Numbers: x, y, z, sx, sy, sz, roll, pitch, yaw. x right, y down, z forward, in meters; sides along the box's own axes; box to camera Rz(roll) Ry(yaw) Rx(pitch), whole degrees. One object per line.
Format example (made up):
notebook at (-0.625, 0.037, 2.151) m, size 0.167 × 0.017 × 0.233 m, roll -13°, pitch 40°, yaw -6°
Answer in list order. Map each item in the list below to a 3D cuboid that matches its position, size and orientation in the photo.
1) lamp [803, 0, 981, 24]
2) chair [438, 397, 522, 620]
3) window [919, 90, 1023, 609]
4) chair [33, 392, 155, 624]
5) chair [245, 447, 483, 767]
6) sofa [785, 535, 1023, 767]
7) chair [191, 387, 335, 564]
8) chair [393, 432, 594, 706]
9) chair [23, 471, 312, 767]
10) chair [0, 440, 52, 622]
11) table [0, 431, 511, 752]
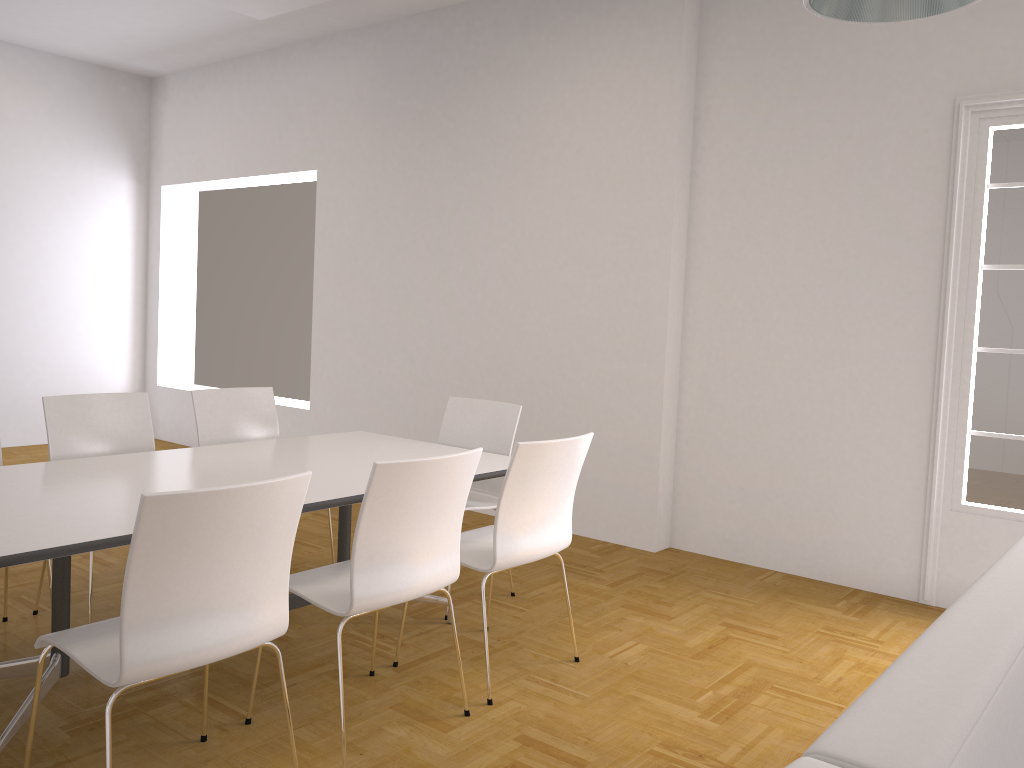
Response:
lamp at (1.042, -1.651, 2.312) m, size 0.465 × 1.248 × 0.465 m, roll 5°, pitch 4°, yaw 38°
chair at (-0.308, 0.556, 4.303) m, size 0.561 × 0.930 × 0.575 m, roll 5°, pitch 5°, yaw 38°
window at (3.472, -0.011, 3.441) m, size 3.353 × 2.525 × 0.195 m, roll 6°, pitch 5°, yaw 38°
chair at (-1.688, 0.530, 3.841) m, size 0.576 × 0.930 × 0.561 m, roll 5°, pitch 5°, yaw 38°
chair at (-0.454, 0.659, 2.898) m, size 0.576 × 0.930 × 0.561 m, roll 5°, pitch 5°, yaw 38°
sofa at (1.349, 0.858, 1.741) m, size 0.823 × 0.847 × 2.623 m, roll 6°, pitch 5°, yaw 38°
chair at (-1.252, 0.507, 4.390) m, size 0.576 × 0.930 × 0.561 m, roll 5°, pitch 5°, yaw 38°
chair at (-0.043, 0.637, 3.415) m, size 0.576 × 0.930 × 0.561 m, roll 5°, pitch 5°, yaw 38°
chair at (-0.890, 0.682, 2.348) m, size 0.576 × 0.930 × 0.561 m, roll 5°, pitch 5°, yaw 38°
chair at (-2.099, 0.552, 3.324) m, size 0.576 × 0.930 × 0.561 m, roll 5°, pitch 5°, yaw 38°
table at (-1.086, 0.695, 3.363) m, size 1.212 × 0.721 × 2.412 m, roll 6°, pitch 5°, yaw 38°
